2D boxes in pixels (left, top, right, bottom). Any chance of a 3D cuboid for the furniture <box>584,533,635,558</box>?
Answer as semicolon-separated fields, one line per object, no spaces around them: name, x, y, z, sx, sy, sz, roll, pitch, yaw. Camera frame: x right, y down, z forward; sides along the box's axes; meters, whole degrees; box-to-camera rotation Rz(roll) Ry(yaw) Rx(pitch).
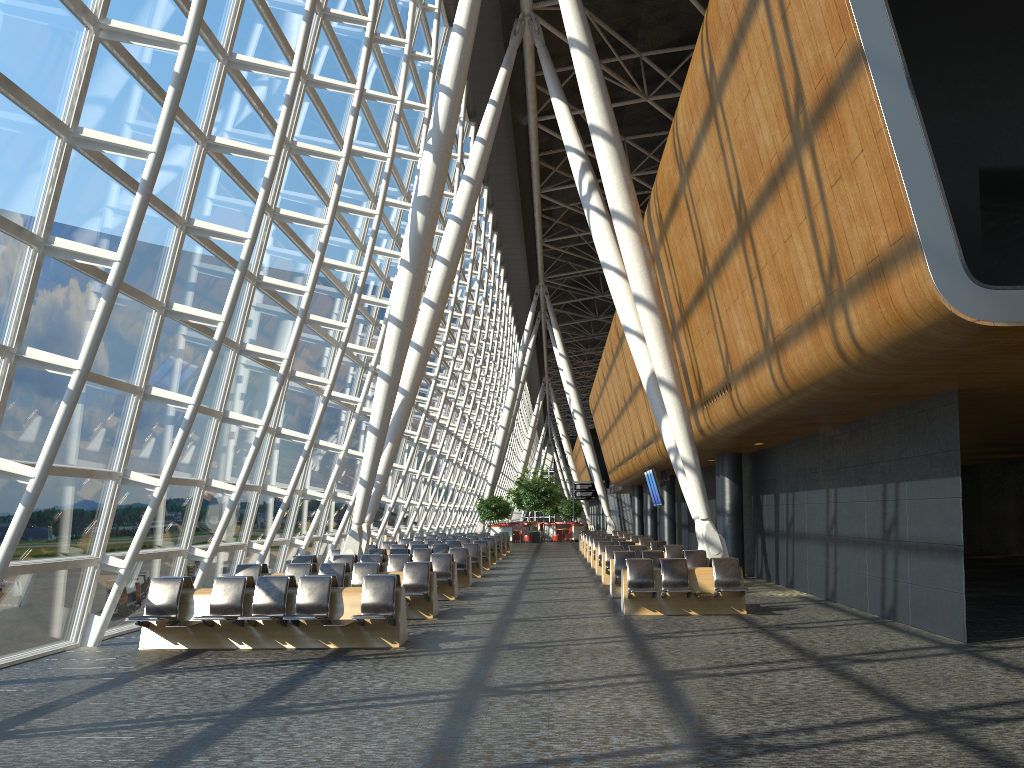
furniture;3.586;5.893;32.131;1.896;0.864;1.674;-1;-7;3

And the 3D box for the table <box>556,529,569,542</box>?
table;2.896;8.668;50.381;0.799;0.746;0.804;-3;-6;19

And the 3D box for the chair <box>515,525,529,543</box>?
chair;0.557;8.659;50.978;0.662;1.004;0.625;-3;-5;28

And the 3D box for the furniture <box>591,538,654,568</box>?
furniture;3.300;5.008;26.142;1.896;0.864;1.674;-1;-7;3

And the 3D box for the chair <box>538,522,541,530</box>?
chair;2.354;10.890;66.168;0.661;1.004;0.627;0;-4;-12

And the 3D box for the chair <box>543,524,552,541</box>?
chair;2.341;9.029;53.635;0.624;1.004;0.663;-4;-5;38

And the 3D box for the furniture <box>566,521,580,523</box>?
furniture;6.319;14.360;89.391;1.896;0.864;1.674;-1;-7;3

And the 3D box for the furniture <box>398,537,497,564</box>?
furniture;-2.134;5.531;29.166;3.251;0.864;1.674;-1;-7;3

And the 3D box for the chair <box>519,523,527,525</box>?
chair;0.622;9.968;59.802;0.624;1.004;0.664;-3;-5;28

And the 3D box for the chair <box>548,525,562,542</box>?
chair;2.534;8.692;51.386;0.662;1.004;0.625;3;-6;-42

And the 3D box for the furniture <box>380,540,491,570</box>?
furniture;-2.277;5.088;26.172;3.251;0.864;1.674;-1;-7;3

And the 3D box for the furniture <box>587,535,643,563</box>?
furniture;3.443;5.450;29.137;1.896;0.864;1.674;-1;-7;3

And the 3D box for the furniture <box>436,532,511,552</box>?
furniture;-1.706;6.859;38.149;3.251;0.864;1.674;-1;-7;3

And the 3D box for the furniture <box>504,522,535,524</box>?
furniture;0.742;14.440;89.420;3.251;0.864;1.674;-1;-7;3

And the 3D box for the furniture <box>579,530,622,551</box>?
furniture;3.872;6.779;38.119;1.896;0.864;1.674;-1;-7;3

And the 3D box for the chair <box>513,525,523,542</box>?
chair;0.265;8.862;52.321;0.624;1.004;0.664;-3;-5;28

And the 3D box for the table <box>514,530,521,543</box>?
table;0.462;8.632;49.915;0.799;0.746;0.804;2;-6;-26

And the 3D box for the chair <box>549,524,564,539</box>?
chair;2.639;8.855;52.493;0.624;1.004;0.664;3;-6;-42

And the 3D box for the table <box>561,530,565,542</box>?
table;3.094;8.891;51.902;0.799;0.746;0.804;-3;-6;19

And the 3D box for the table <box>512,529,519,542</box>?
table;0.006;8.880;51.544;0.799;0.746;0.804;2;-6;-26

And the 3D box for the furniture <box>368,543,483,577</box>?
furniture;-2.420;4.646;23.177;3.251;0.864;1.674;-1;-7;3

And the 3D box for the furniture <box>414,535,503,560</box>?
furniture;-1.992;5.974;32.160;3.251;0.864;1.674;-1;-7;3

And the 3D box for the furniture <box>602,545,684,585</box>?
furniture;3.014;4.122;20.154;1.896;0.864;1.674;-1;-7;3

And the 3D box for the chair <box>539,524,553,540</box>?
chair;2.115;9.204;54.792;0.663;1.004;0.625;-4;-5;38

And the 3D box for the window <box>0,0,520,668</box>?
window;-0.697;6.172;78.113;3.720;13.936;167.669;-1;-8;3

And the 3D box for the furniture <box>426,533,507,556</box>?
furniture;-1.849;6.417;35.155;3.251;0.864;1.674;-1;-7;3

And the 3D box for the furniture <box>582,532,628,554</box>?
furniture;3.729;6.336;35.125;1.896;0.864;1.674;-1;-7;3

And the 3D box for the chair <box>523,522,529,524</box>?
chair;0.857;11.199;68.112;0.661;1.004;0.626;2;-5;-32

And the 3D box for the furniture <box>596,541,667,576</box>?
furniture;3.157;4.565;23.148;1.896;0.864;1.674;-1;-7;3

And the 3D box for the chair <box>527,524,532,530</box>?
chair;0.914;9.765;58.459;0.662;1.004;0.625;-3;-5;28
